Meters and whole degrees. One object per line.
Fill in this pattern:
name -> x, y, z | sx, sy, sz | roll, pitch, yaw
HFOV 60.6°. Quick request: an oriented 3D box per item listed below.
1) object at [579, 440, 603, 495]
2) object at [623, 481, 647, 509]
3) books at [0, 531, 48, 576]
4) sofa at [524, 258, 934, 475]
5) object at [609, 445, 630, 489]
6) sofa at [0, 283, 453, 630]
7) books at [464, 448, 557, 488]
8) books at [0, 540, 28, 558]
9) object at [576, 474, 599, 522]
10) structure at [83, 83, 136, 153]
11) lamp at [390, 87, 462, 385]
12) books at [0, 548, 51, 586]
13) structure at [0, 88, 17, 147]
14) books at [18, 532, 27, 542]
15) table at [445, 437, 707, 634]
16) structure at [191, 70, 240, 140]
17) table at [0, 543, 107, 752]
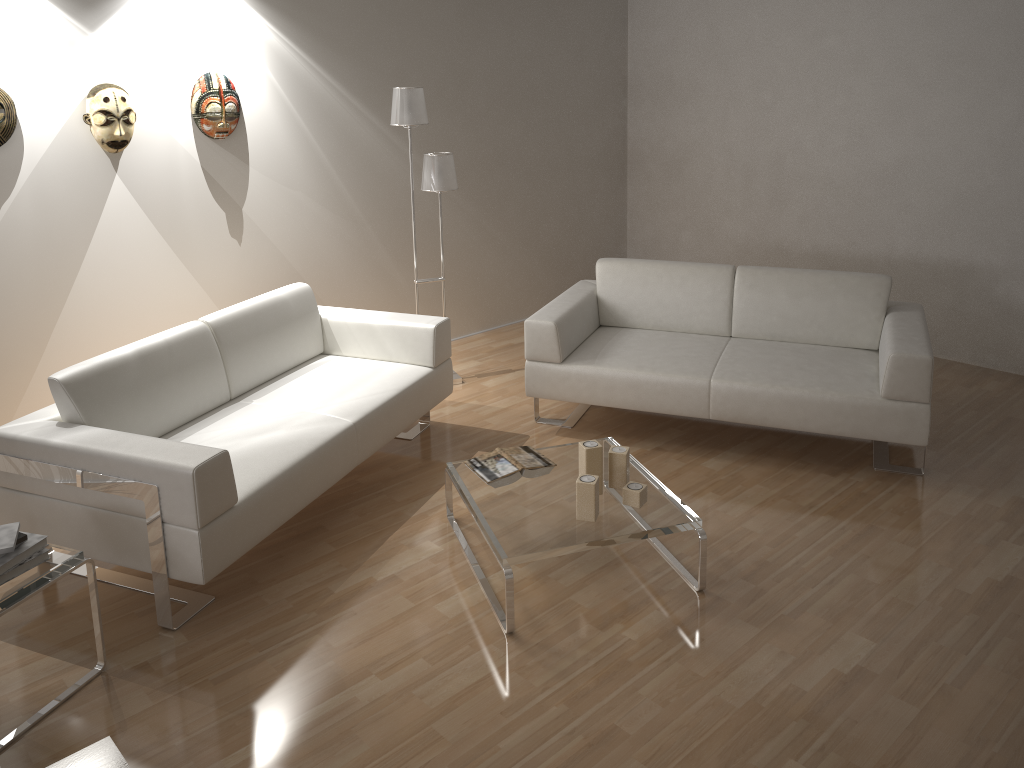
object -> 0.279, 0.293, 3.108 | 0.067, 0.190, 0.069 | -5, 13, -17
object -> 0.427, 0.377, 3.036 | 0.068, 0.072, 0.069 | 8, 18, 31
books -> -1.473, 0.486, 2.400 | 0.227, 0.026, 0.298 | 4, 20, 16
sofa -> 1.044, -0.159, 4.275 | 1.789, 0.715, 0.938 | 6, 18, 22
object -> 0.387, 0.294, 3.162 | 0.067, 0.146, 0.069 | 3, 13, 17
sofa -> -1.035, 0.112, 3.635 | 0.910, 0.713, 1.846 | 5, 19, 21
books -> -0.008, 0.302, 3.297 | 0.295, 0.054, 0.210 | -11, 21, -26
books -> -1.474, 0.466, 2.396 | 0.152, 0.014, 0.225 | 4, 20, 16
object -> 0.254, 0.376, 2.941 | 0.067, 0.146, 0.069 | 3, 13, 17
structure -> -1.860, -1.241, 4.096 | 0.247, 0.318, 0.132 | -14, 18, -41
lamp -> -0.464, -0.800, 4.848 | 0.367, 1.615, 0.214 | -6, 12, -22
books -> -1.473, 0.512, 2.405 | 0.228, 0.026, 0.297 | 8, 22, 25
structure -> -2.283, -1.143, 3.739 | 0.323, 0.305, 0.070 | -15, 18, -41
books -> -1.474, 0.453, 2.393 | 0.152, 0.014, 0.224 | 8, 22, 25
table -> 0.193, 0.497, 3.178 | 0.703, 0.240, 0.823 | -7, 20, -17
structure -> -1.493, -1.421, 4.464 | 0.269, 0.343, 0.076 | -15, 18, -42
table -> -1.557, 0.706, 2.477 | 0.553, 0.387, 0.480 | 6, 18, 21
